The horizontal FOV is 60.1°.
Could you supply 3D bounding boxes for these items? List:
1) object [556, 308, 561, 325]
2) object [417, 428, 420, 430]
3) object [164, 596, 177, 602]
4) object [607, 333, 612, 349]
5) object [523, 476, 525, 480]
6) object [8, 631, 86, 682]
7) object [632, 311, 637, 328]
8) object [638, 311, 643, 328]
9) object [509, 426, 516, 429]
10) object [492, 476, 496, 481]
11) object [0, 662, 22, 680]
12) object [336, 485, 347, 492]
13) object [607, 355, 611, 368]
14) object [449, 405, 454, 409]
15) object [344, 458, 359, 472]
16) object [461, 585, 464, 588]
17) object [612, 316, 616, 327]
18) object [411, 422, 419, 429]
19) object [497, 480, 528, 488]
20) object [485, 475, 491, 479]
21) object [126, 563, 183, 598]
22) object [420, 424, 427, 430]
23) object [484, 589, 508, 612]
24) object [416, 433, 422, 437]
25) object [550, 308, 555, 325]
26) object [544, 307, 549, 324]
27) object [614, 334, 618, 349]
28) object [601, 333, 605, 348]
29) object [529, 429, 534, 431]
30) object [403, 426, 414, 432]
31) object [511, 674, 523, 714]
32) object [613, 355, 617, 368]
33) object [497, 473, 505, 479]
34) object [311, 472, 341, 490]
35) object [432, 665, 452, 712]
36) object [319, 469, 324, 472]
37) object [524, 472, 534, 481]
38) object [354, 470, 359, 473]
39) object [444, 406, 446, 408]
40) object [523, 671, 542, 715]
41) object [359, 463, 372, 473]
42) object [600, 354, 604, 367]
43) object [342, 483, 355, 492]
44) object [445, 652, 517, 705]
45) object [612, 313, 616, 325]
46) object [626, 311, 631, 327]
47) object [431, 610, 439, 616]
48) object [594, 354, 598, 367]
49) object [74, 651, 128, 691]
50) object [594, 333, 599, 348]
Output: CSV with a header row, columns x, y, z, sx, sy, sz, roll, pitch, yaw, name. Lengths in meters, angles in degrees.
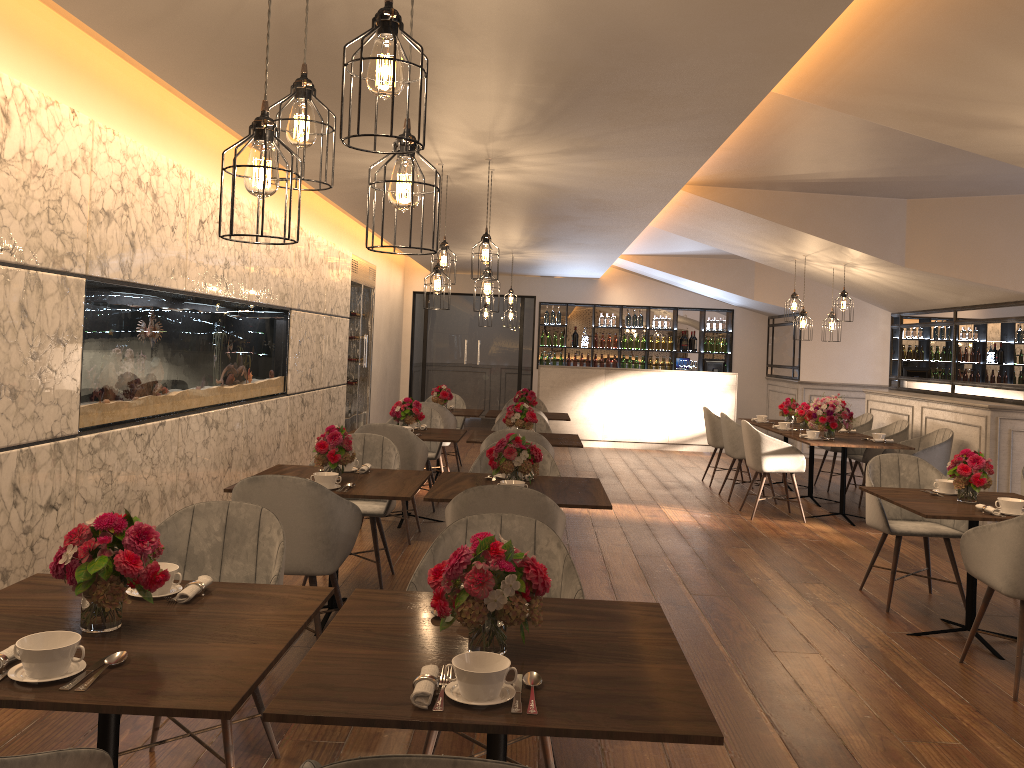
x,y,z,sx,sy,sz,roll,pitch,yaw,name
0.803,-1.167,15.119,0.075,0.310,0.075,3,-1,-42,object
-0.788,0.373,7.525,0.025,0.024,0.192,2,2,1,object
-0.925,0.580,2.474,0.025,0.024,0.192,2,2,1,object
1.666,-0.737,15.119,0.065,0.262,0.066,3,-1,-20,object
0.060,0.517,4.927,0.025,0.024,0.192,2,2,1,object
-0.983,0.579,1.877,0.148,0.072,0.148,2,2,-21,object
2.094,-1.114,15.083,0.075,0.310,0.075,2,-1,12,object
2.198,-1.110,15.080,0.075,0.310,0.075,2,-1,12,object
0.052,0.384,7.511,0.148,0.072,0.148,4,2,44,object
-0.098,0.521,4.914,0.022,0.004,0.211,2,2,1,object
-1.063,0.600,1.888,0.025,0.024,0.192,2,2,1,object
-0.839,0.514,4.379,0.022,0.004,0.211,2,2,1,object
1.652,-0.374,15.113,0.065,0.262,0.066,3,-1,-20,object
-0.685,0.265,10.031,0.056,0.039,0.175,2,2,1,object
-0.936,0.451,4.964,0.148,0.072,0.148,2,2,-21,object
-0.085,0.591,2.461,0.148,0.072,0.148,2,2,-21,object
1.735,-1.068,15.092,0.070,0.190,0.041,2,-1,1,object
-0.866,0.346,7.537,0.148,0.072,0.148,4,2,44,object
0.002,0.515,4.329,0.148,0.072,0.148,2,2,-21,object
-0.132,0.514,4.922,0.043,0.015,0.197,2,2,-2,object
-1.003,0.553,2.486,0.148,0.072,0.148,2,2,-21,object
-0.753,0.368,7.534,0.056,0.039,0.175,2,2,1,object
-0.051,0.494,2.048,0.049,0.052,0.077,2,1,-33,object
-0.734,0.405,6.943,0.043,0.015,0.197,2,2,-2,object
0.698,-1.171,15.122,0.075,0.310,0.075,2,-1,45,object
0.594,-1.176,15.124,0.075,0.310,0.075,2,-1,27,object
1.776,-0.732,15.116,0.065,0.262,0.066,3,-1,-20,object
1.556,-0.741,15.122,0.065,0.262,0.066,3,-1,-20,object
0.165,0.405,7.508,0.056,0.039,0.175,2,2,1,object
-0.846,0.372,6.928,0.148,0.072,0.148,4,2,44,object
0.012,0.654,1.875,0.022,0.004,0.211,2,2,1,object
1.762,-0.370,15.110,0.065,0.262,0.066,3,-1,-20,object
-0.018,0.489,4.939,0.148,0.072,0.148,2,2,-21,object
-0.916,0.478,4.355,0.148,0.072,0.148,2,2,-21,object
-0.146,0.637,1.863,0.025,0.024,0.192,2,2,1,object
-1.050,0.476,4.948,0.043,0.015,0.197,2,2,-2,object
0.095,0.511,4.936,0.056,0.039,0.175,2,2,1,object
-0.857,0.479,4.952,0.025,0.024,0.192,2,2,1,object
-0.779,0.270,9.425,0.148,0.072,0.148,4,2,44,object
0.047,0.650,1.867,0.043,0.015,0.197,2,2,-2,object
-0.822,0.473,4.961,0.056,0.039,0.175,2,2,1,object
1.541,-0.379,15.117,0.065,0.262,0.066,3,-1,-20,object
-0.811,0.510,4.371,0.043,0.015,0.197,2,2,5,object
-0.066,0.617,1.852,0.148,0.072,0.148,2,2,-21,object
1.737,-1.104,15.093,0.069,0.209,0.040,2,-1,1,object
1.989,-1.118,15.086,0.075,0.310,0.075,2,-1,34,object
-0.200,0.616,2.444,0.043,0.015,0.197,2,2,-2,object
1.431,-0.383,15.120,0.065,0.262,0.066,3,-1,-20,object
-0.879,0.612,1.893,0.043,0.015,0.197,2,2,5,object
1.445,-0.746,15.126,0.065,0.262,0.066,3,-1,-20,object
